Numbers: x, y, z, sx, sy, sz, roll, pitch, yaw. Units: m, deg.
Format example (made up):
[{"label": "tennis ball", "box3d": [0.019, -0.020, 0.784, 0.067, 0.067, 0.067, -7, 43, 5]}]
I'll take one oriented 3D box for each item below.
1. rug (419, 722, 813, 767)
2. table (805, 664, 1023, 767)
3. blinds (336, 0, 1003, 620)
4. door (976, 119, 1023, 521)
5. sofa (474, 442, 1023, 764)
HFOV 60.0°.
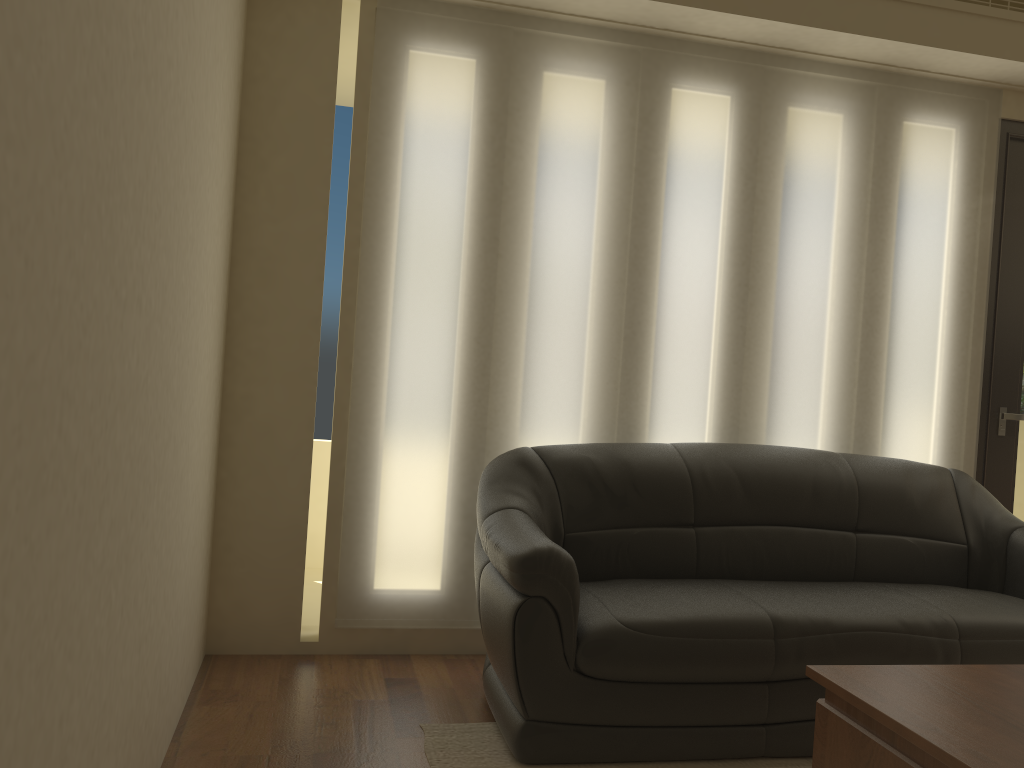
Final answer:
[{"label": "rug", "box3d": [1.706, 1.232, 2.026, 3.592, 0.011, 2.482, 4, 0, -12]}, {"label": "table", "box3d": [1.399, 0.973, 1.775, 1.213, 0.482, 1.045, 4, 0, -12]}, {"label": "blinds", "box3d": [0.777, -0.215, 3.751, 2.830, 2.453, 0.002, 4, 0, -12]}, {"label": "door", "box3d": [2.633, 0.017, 4.218, 1.011, 2.420, 0.118, 4, 0, -12]}, {"label": "sofa", "box3d": [1.032, 0.710, 3.228, 2.337, 0.918, 0.944, 4, 0, -12]}]
